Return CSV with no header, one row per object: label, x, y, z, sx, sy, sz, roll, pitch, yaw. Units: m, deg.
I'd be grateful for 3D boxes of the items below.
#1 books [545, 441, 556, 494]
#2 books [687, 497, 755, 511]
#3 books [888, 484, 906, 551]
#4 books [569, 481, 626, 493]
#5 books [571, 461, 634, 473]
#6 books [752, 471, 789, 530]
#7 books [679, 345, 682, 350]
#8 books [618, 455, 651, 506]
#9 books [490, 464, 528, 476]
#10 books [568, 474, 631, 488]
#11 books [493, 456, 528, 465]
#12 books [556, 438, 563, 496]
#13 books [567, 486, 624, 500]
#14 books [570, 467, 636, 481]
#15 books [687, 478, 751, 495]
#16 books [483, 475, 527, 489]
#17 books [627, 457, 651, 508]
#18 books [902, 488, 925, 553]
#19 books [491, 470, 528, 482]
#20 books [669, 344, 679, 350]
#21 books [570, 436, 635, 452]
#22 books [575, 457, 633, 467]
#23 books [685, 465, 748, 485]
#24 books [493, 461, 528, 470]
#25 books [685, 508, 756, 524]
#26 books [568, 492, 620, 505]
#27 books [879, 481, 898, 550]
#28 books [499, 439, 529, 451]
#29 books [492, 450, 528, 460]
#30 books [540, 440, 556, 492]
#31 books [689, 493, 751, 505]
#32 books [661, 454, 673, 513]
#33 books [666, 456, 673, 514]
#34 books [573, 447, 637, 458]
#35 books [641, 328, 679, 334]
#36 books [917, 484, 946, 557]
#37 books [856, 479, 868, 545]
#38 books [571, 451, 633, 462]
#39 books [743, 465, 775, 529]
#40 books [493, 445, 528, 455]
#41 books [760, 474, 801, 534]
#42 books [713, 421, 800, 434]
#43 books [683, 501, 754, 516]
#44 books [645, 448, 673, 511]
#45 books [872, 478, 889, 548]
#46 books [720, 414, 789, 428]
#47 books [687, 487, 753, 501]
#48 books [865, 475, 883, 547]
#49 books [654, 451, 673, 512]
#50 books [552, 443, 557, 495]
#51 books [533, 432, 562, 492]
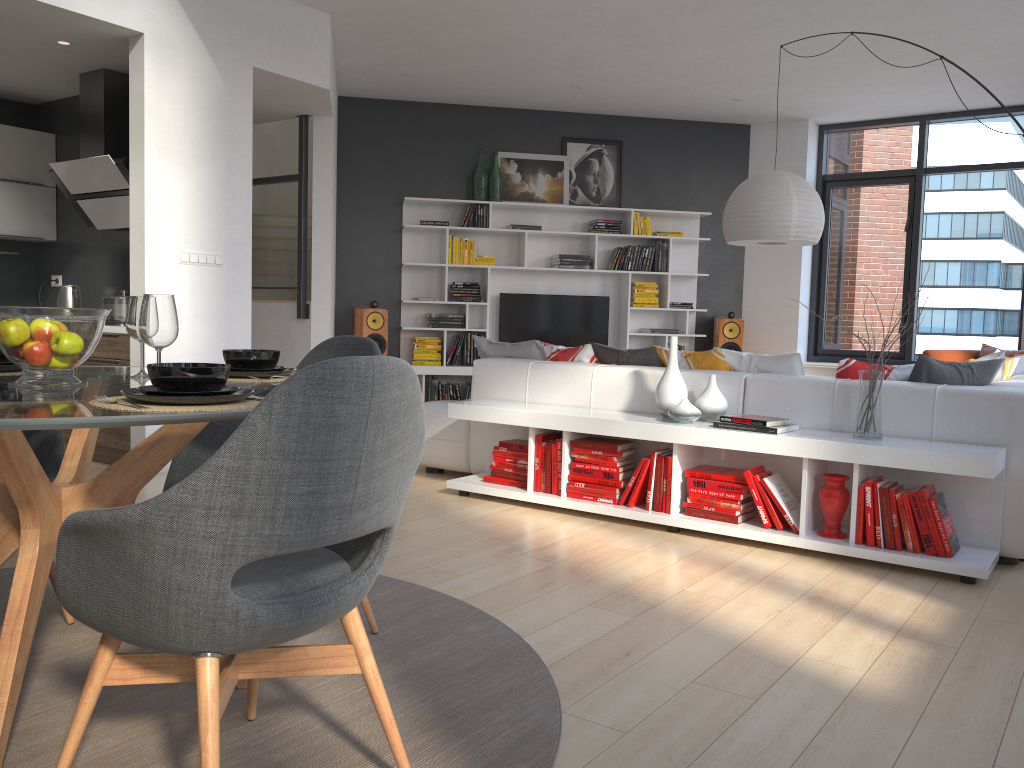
books,0.242,0.424,4.584,0.034,0.259,0.207,5,5,35
books,0.964,0.538,4.082,0.257,0.025,0.182,5,5,35
books,1.577,0.540,3.610,0.066,0.247,0.175,5,5,35
books,0.444,0.502,4.414,0.266,0.026,0.187,4,5,34
books,0.455,0.404,4.427,0.261,0.027,0.191,4,5,31
books,1.159,0.512,3.922,0.148,0.232,0.171,5,5,36
books,1.671,-0.269,8.900,0.066,0.242,0.177,1,4,-10
books,0.621,0.461,4.296,0.144,0.247,0.188,5,5,35
books,0.040,0.455,4.770,0.266,0.026,0.187,5,6,40
books,0.469,0.472,4.439,0.301,0.032,0.227,5,5,35
books,0.060,0.403,4.781,0.261,0.028,0.191,5,5,35
books,0.299,0.413,4.537,0.049,0.291,0.214,5,5,35
books,0.443,0.529,4.412,0.282,0.030,0.188,5,5,36
books,0.465,0.437,4.441,0.279,0.039,0.206,5,5,36
books,0.977,0.456,4.083,0.279,0.039,0.206,4,5,34
books,0.033,0.517,4.778,0.301,0.032,0.227,5,5,35
books,0.651,0.464,4.266,0.115,0.245,0.192,5,5,35
books,1.630,0.549,3.584,0.083,0.233,0.178,5,5,35
books,0.052,0.484,4.773,0.259,0.034,0.206,5,5,38
books,1.640,-0.276,8.902,0.066,0.255,0.193,1,4,-11
books,0.454,0.300,4.428,0.259,0.034,0.206,4,5,32
books,0.460,0.380,4.416,0.236,0.023,0.178,5,5,35
books,0.987,0.420,4.104,0.301,0.032,0.227,5,5,35
books,0.053,0.430,4.767,0.257,0.025,0.182,5,5,35
books,0.962,0.593,4.088,0.259,0.034,0.206,5,5,38
books,0.449,0.556,4.430,0.274,0.029,0.200,5,5,35
books,1.559,0.535,3.635,0.076,0.252,0.199,5,5,35
books,0.056,0.325,4.752,0.206,0.029,0.152,5,6,41
books,0.054,0.377,4.764,0.269,0.028,0.179,5,5,36
books,0.213,0.422,4.602,0.031,0.255,0.181,5,5,35
books,0.958,0.515,4.074,0.236,0.023,0.178,5,5,35
books,0.763,0.465,4.196,0.028,0.266,0.188,5,5,35
books,0.777,0.465,4.168,0.028,0.269,0.181,5,5,34
books,0.463,0.331,4.413,0.266,0.026,0.187,4,5,29
books,1.477,-0.530,8.880,0.310,0.047,0.250,0,4,-15
books,1.696,0.542,3.550,0.116,0.255,0.198,5,5,35
books,1.466,0.528,3.683,0.026,0.250,0.168,5,5,34
books,0.451,0.355,4.432,0.257,0.025,0.182,5,5,35
books,1.124,0.500,3.954,0.134,0.248,0.192,5,5,35
books,0.055,0.351,4.766,0.254,0.025,0.178,4,5,34
books,1.204,0.522,3.891,0.186,0.223,0.188,5,5,35
books,1.096,0.188,3.974,0.300,0.026,0.245,5,6,40
books,0.951,0.563,4.084,0.266,0.026,0.187,5,6,40
books,0.703,0.453,4.229,0.046,0.282,0.199,5,5,35
books,1.525,0.529,3.648,0.056,0.262,0.185,5,5,35
books,1.082,0.162,3.952,0.188,0.027,0.238,-2,6,-42
books,0.969,0.490,4.071,0.261,0.027,0.191,5,5,39
books,1.501,0.521,3.668,0.050,0.268,0.198,5,5,35
books,0.744,0.459,4.221,0.038,0.270,0.215,5,5,35
books,0.267,0.426,4.553,0.042,0.259,0.195,5,5,35
books,0.184,0.403,4.618,0.036,0.294,0.208,5,5,35
